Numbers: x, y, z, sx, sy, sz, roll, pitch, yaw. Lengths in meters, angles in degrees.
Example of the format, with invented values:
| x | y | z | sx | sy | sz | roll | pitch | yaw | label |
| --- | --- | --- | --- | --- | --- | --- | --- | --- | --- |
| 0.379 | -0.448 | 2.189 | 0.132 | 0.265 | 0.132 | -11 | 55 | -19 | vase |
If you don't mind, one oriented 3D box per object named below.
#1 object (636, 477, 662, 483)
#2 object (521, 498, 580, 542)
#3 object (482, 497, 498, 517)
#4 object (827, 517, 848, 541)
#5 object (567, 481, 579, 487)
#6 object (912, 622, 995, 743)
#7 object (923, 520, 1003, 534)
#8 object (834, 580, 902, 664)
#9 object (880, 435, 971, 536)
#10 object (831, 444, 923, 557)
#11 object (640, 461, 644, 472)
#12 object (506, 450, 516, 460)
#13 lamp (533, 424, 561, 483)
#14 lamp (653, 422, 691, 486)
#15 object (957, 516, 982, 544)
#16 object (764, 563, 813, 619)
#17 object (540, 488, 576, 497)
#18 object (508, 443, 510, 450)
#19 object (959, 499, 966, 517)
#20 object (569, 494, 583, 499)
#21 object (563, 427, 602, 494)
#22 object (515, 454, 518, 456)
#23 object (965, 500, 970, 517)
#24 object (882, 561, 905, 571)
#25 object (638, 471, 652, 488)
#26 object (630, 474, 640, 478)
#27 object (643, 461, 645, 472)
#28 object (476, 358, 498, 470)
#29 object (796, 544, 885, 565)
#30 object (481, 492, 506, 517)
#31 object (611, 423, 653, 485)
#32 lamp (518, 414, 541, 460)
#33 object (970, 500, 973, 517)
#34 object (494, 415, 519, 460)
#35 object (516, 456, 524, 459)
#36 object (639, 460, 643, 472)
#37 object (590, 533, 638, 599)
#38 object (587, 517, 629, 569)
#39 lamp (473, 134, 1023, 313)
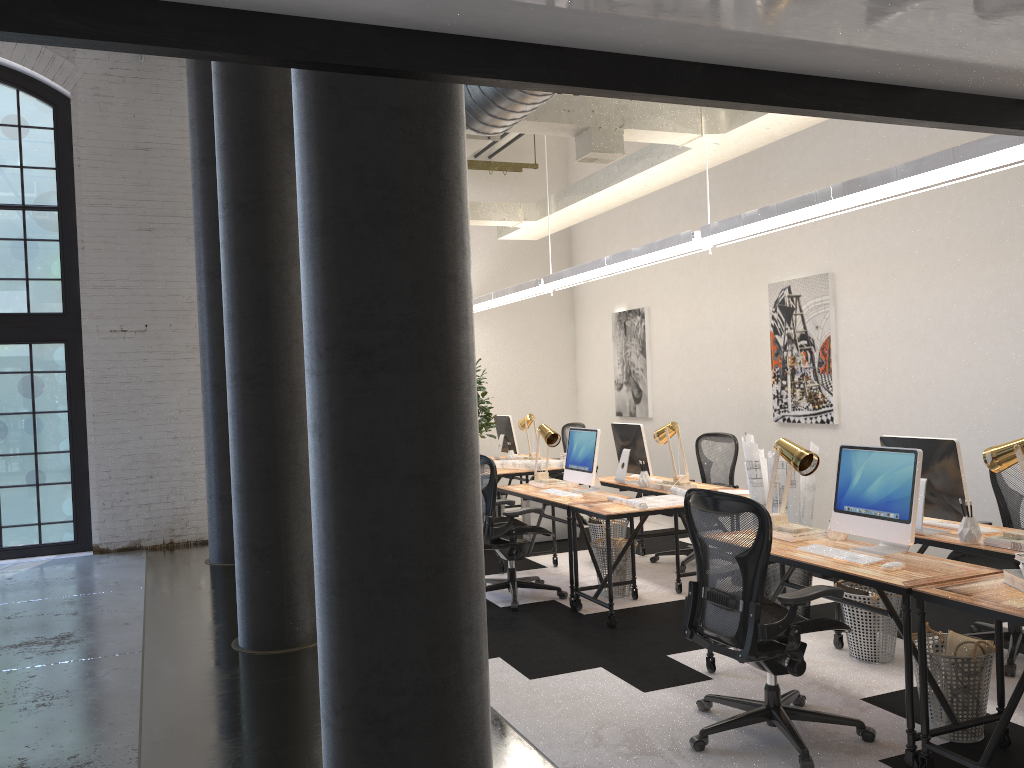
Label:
| x | y | z | sx | sy | sz | roll | pitch | yaw | label |
| --- | --- | --- | --- | --- | --- | --- | --- | --- | --- |
| 1.168 | 0.784 | 7.235 | 0.118 | 0.018 | 0.439 | -2 | 0 | -22 | object |
| 0.389 | 1.306 | 8.809 | 0.543 | 0.455 | 0.221 | -3 | 1 | -22 | object |
| -0.287 | 1.341 | 8.930 | 0.353 | 0.435 | 0.359 | -3 | 1 | -26 | object |
| 1.619 | 0.709 | 4.401 | 0.101 | 0.127 | 0.101 | -2 | 1 | 23 | object |
| 0.488 | 0.758 | 7.069 | 0.101 | 0.127 | 0.101 | -2 | 1 | 23 | object |
| 1.875 | 1.269 | 3.785 | 0.353 | 0.435 | 0.359 | -3 | 1 | -26 | object |
| 2.299 | 0.735 | 4.567 | 0.118 | 0.018 | 0.439 | -2 | 0 | -22 | object |
| 1.944 | 1.267 | 4.803 | 0.353 | 0.435 | 0.359 | -3 | 1 | -26 | object |
| 2.073 | 0.511 | 4.504 | 0.189 | 0.485 | 0.484 | -3 | 0 | -22 | object |
| 1.682 | 0.527 | 4.063 | 0.189 | 0.485 | 0.484 | -3 | 0 | -22 | object |
| 1.014 | 0.695 | 6.825 | 0.054 | 0.207 | 0.008 | -3 | 1 | -35 | object |
| -0.010 | 0.759 | 9.315 | 0.101 | 0.127 | 0.101 | -2 | 1 | 23 | object |
| 0.281 | 0.559 | 7.166 | 0.127 | 0.470 | 0.344 | -3 | 1 | -22 | lamp |
| 1.212 | 0.519 | 6.736 | 0.127 | 0.470 | 0.344 | -3 | 1 | -22 | lamp |
| 2.152 | 0.687 | 4.171 | 0.101 | 0.127 | 0.101 | -2 | 1 | 23 | object |
| 1.764 | 1.305 | 5.700 | 0.353 | 0.398 | 0.353 | -2 | 1 | 23 | object |
| 0.346 | 0.818 | 6.675 | 0.118 | 0.018 | 0.439 | -2 | 0 | -22 | object |
| -0.018 | 0.718 | 9.301 | 0.054 | 0.207 | 0.008 | -3 | 1 | -35 | object |
| 2.139 | 0.645 | 4.180 | 0.008 | 0.207 | 0.054 | -3 | 1 | -39 | object |
| 0.463 | 0.806 | 6.368 | 0.106 | 0.029 | 0.059 | -2 | 0 | -21 | object |
| 0.552 | 0.576 | 6.731 | 0.189 | 0.485 | 0.484 | -3 | 0 | -22 | object |
| 0.020 | 0.805 | 10.018 | 0.106 | 0.029 | 0.059 | -2 | 0 | -21 | object |
| 2.144 | 0.646 | 4.157 | 0.054 | 0.207 | 0.008 | -3 | 1 | -35 | object |
| 1.593 | 0.757 | 3.700 | 0.106 | 0.029 | 0.059 | -2 | 0 | -21 | object |
| 1.022 | 0.736 | 6.839 | 0.101 | 0.127 | 0.101 | -2 | 1 | 23 | object |
| 1.051 | 0.782 | 7.542 | 0.106 | 0.029 | 0.059 | -2 | 0 | -21 | object |
| 1.026 | 0.694 | 6.825 | 0.008 | 0.207 | 0.054 | -2 | 1 | 33 | object |
| -0.375 | 0.299 | 8.316 | 0.438 | 1.078 | 0.514 | -3 | 1 | -31 | object |
| 1.477 | 0.769 | 4.006 | 0.118 | 0.018 | 0.439 | -2 | 0 | -22 | object |
| -0.218 | 1.339 | 9.948 | 0.353 | 0.435 | 0.359 | -3 | 1 | -26 | object |
| 0.943 | 0.560 | 7.172 | 0.189 | 0.485 | 0.484 | -3 | 0 | -22 | object |
| 0.181 | 0.542 | 9.213 | 0.126 | 0.470 | 0.344 | -3 | 1 | -22 | lamp |
| 2.157 | 0.645 | 4.157 | 0.008 | 0.207 | 0.054 | -2 | 1 | 33 | object |
| -0.089 | 0.583 | 9.648 | 0.189 | 0.485 | 0.484 | -3 | 0 | -22 | object |
| 0.137 | 0.807 | 9.711 | 0.118 | 0.018 | 0.439 | -2 | 0 | -22 | object |
| 1.008 | 0.694 | 6.848 | 0.008 | 0.207 | 0.054 | -3 | 1 | -39 | object |
| 0.744 | 1.318 | 6.453 | 0.353 | 0.435 | 0.359 | -3 | 1 | -26 | object |
| 0.814 | 1.316 | 7.472 | 0.353 | 0.435 | 0.359 | -3 | 1 | -26 | object |
| 0.765 | -2.250 | 6.892 | 0.226 | 2.865 | 7.302 | -3 | 0 | -22 | lamp |
